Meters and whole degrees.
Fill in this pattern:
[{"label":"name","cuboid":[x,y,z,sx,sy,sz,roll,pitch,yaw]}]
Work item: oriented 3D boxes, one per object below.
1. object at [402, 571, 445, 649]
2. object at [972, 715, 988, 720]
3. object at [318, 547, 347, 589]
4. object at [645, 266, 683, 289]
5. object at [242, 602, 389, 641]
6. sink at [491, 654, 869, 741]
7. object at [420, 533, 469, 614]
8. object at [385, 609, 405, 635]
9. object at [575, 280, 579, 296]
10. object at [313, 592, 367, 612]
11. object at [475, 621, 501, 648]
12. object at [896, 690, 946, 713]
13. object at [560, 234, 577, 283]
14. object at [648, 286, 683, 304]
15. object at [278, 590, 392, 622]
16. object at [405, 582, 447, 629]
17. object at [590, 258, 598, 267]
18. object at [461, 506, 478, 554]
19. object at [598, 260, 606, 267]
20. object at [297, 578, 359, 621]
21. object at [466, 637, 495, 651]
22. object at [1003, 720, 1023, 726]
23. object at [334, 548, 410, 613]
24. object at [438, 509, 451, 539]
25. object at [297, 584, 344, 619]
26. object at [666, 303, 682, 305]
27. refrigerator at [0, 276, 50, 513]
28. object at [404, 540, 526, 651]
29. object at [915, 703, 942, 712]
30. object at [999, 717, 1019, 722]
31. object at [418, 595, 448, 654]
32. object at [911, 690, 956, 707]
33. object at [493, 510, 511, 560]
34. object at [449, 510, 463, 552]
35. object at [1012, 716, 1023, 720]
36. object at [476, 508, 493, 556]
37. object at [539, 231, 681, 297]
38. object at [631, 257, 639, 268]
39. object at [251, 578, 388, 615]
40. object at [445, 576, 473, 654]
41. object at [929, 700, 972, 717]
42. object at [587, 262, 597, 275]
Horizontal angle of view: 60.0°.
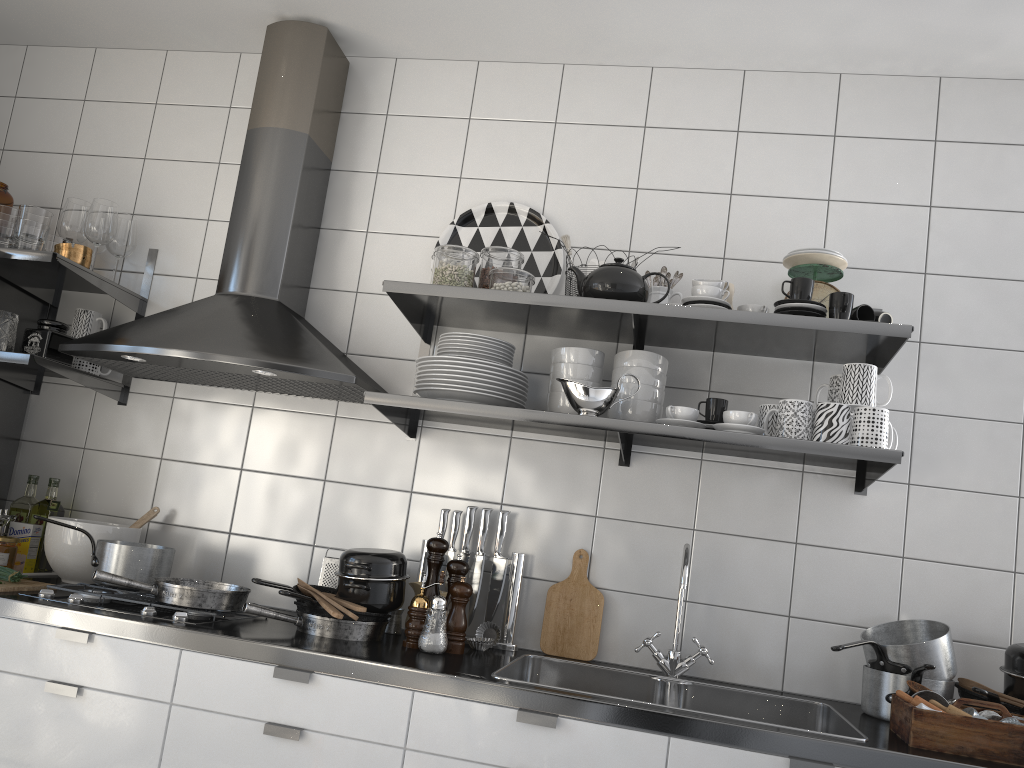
[{"label":"object","cuboid":[-0.215,0.549,2.173,0.080,0.191,0.058,8,-8,0]},{"label":"object","cuboid":[0.916,0.672,1.739,0.050,0.042,0.050,13,-11,-29]},{"label":"object","cuboid":[-0.484,0.556,2.451,0.101,0.200,0.081,8,-8,1]},{"label":"object","cuboid":[0.406,-0.233,2.417,0.104,0.202,0.078,7,-8,9]},{"label":"object","cuboid":[-0.483,0.584,2.202,0.352,0.060,0.233,10,-10,-10]},{"label":"sink","cuboid":[0.357,0.751,2.008,0.765,0.111,0.490,6,-10,11]},{"label":"object","cuboid":[-0.176,0.524,2.256,0.123,0.281,0.061,6,-8,16]},{"label":"object","cuboid":[-0.323,0.634,2.379,0.066,0.067,0.053,13,-10,-28]},{"label":"object","cuboid":[0.188,-0.241,2.476,0.023,0.185,0.081,10,-9,-14]},{"label":"object","cuboid":[-0.430,0.533,2.158,0.065,0.021,0.337,13,-11,-24]},{"label":"object","cuboid":[-0.062,0.668,2.361,0.069,0.068,0.029,5,-9,16]},{"label":"object","cuboid":[0.877,0.679,1.768,0.217,0.093,0.030,1,-11,37]},{"label":"object","cuboid":[0.170,-0.286,2.412,0.113,0.248,0.021,6,-8,16]},{"label":"object","cuboid":[0.405,-0.193,2.399,0.084,0.129,0.084,10,-9,-10]},{"label":"object","cuboid":[-0.461,0.548,2.182,0.349,0.081,0.243,16,-12,-37]},{"label":"object","cuboid":[-0.217,0.604,2.345,0.116,0.144,0.127,15,-11,-39]},{"label":"object","cuboid":[0.225,-0.254,2.510,0.029,0.231,0.063,8,-8,-1]},{"label":"object","cuboid":[-0.119,0.404,2.458,0.033,0.131,0.022,6,-8,16]},{"label":"object","cuboid":[0.256,-0.250,2.497,0.025,0.226,0.086,11,-9,-19]},{"label":"object","cuboid":[-0.449,0.513,2.129,0.060,0.060,0.335,13,-11,-30]},{"label":"object","cuboid":[-0.082,0.672,2.295,0.072,0.031,0.071,6,-10,11]},{"label":"object","cuboid":[0.983,0.675,1.723,0.054,0.030,0.054,7,-10,6]},{"label":"object","cuboid":[-0.354,0.493,2.233,0.191,0.158,0.198,13,-10,-27]},{"label":"object","cuboid":[-0.192,0.405,2.472,0.027,0.114,0.019,7,-8,7]},{"label":"object","cuboid":[-0.464,0.517,2.120,0.064,0.044,0.336,12,-11,-22]},{"label":"object","cuboid":[0.417,-0.173,2.270,0.079,0.047,0.083,10,-10,-14]},{"label":"refrigerator","cuboid":[-1.944,0.394,2.481,0.576,1.790,0.698,6,-8,11]},{"label":"object","cuboid":[-0.123,0.577,2.430,0.321,0.259,0.067,6,-8,11]},{"label":"object","cuboid":[0.826,0.661,1.761,0.049,0.048,0.048,4,-10,22]},{"label":"object","cuboid":[0.993,0.691,1.765,0.055,0.052,0.034,8,-9,-2]},{"label":"object","cuboid":[-0.182,0.573,2.115,0.069,0.134,0.069,9,-9,-9]},{"label":"object","cuboid":[0.878,0.696,1.869,0.118,0.098,0.085,7,-9,5]},{"label":"object","cuboid":[-0.022,0.414,2.439,0.046,0.131,0.022,6,-8,15]},{"label":"object","cuboid":[-0.158,0.408,2.465,0.027,0.114,0.019,7,-8,7]},{"label":"object","cuboid":[1.040,0.713,1.827,0.048,0.052,0.048,10,-9,-14]},{"label":"object","cuboid":[-0.077,0.408,2.450,0.033,0.131,0.022,6,-8,16]},{"label":"object","cuboid":[0.253,-0.283,2.444,0.378,0.277,0.199,9,-9,-6]},{"label":"object","cuboid":[0.296,-0.251,2.455,0.086,0.225,0.027,9,-8,-6]},{"label":"object","cuboid":[-0.447,0.535,2.181,0.245,0.080,0.358,5,-11,19]},{"label":"object","cuboid":[-0.134,0.566,2.177,0.058,0.183,0.059,1,-11,39]},{"label":"object","cuboid":[0.941,0.690,1.752,0.220,0.084,0.030,1,-11,36]},{"label":"object","cuboid":[0.228,-0.251,2.489,0.028,0.219,0.101,11,-9,-17]}]
